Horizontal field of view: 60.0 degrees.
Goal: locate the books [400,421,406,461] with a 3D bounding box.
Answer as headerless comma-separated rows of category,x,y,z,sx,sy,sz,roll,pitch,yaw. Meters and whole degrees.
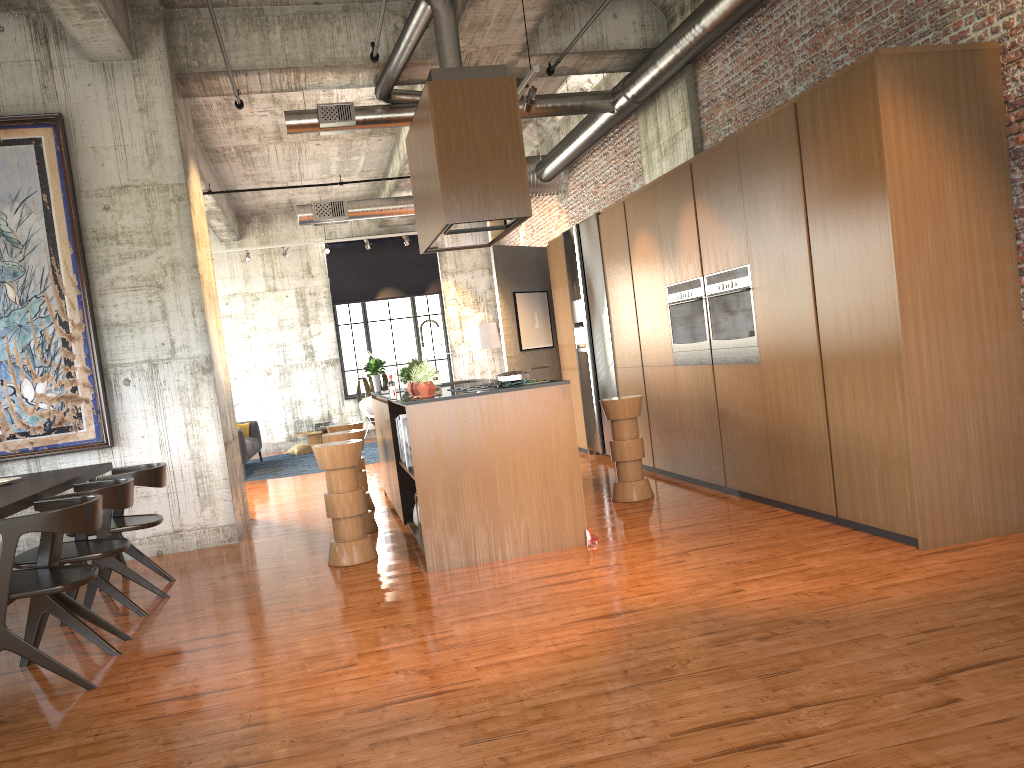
books,-0.811,0.493,7.751,0.284,0.392,0.036,-8,4,-12

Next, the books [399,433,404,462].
books,-0.872,0.486,8.047,0.284,0.401,0.036,-8,4,-12

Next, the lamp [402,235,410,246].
lamp,-2.265,-3.061,18.974,0.102,0.252,0.164,-5,4,33

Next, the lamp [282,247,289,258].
lamp,-4.717,-2.735,18.485,0.182,0.241,0.102,-8,4,-17

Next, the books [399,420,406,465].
books,-0.829,0.492,7.786,0.284,0.397,0.036,-8,4,-12

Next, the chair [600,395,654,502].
chair,1.092,0.610,8.420,0.411,0.965,0.408,-6,4,18

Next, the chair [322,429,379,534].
chair,-1.540,0.937,8.446,0.408,0.965,0.411,-9,4,-33

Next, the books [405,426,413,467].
books,-0.761,0.516,7.554,0.246,0.348,0.085,-8,4,-12

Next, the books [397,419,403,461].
books,-0.883,0.490,8.082,0.284,0.392,0.036,-8,4,-12

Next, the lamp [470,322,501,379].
lamp,-0.513,-0.234,19.942,0.694,2.247,0.705,-6,4,10

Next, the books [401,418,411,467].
books,-0.774,0.482,7.591,0.293,0.415,0.101,-8,4,-12

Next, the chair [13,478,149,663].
chair,-2.847,1.185,5.868,0.769,0.995,0.877,-8,3,-13

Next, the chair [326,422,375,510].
chair,-1.778,0.920,9.770,0.408,0.965,0.411,-9,4,-33

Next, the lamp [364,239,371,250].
lamp,-3.066,-2.955,18.802,0.102,0.252,0.164,-6,3,13

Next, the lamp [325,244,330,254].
lamp,-3.905,-2.842,18.679,0.102,0.211,0.260,-8,3,-17

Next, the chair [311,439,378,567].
chair,-1.354,0.957,7.195,0.408,0.965,0.411,-9,4,-33

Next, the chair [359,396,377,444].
chair,-2.705,0.693,18.633,1.058,1.032,0.804,-6,3,27

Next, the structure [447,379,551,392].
structure,-0.136,0.007,7.429,0.677,0.019,1.096,-8,2,-12

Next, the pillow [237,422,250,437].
pillow,-5.172,0.886,16.927,0.433,0.319,0.168,-9,4,-37

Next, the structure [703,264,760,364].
structure,1.826,-0.563,7.499,0.079,0.796,0.859,-8,3,-12

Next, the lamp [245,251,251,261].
lamp,-5.473,-2.633,18.357,0.102,0.229,0.198,-7,3,-2

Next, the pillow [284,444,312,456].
pillow,-4.312,1.341,18.066,0.481,0.248,0.502,-5,3,44

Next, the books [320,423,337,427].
books,-3.830,0.861,18.575,0.299,0.043,0.229,-9,3,-38

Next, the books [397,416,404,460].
books,-0.854,0.479,7.959,0.293,0.415,0.101,-8,4,-12

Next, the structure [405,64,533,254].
structure,-0.410,-1.773,7.288,0.663,1.128,1.627,-8,3,-12

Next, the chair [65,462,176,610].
chair,-3.031,1.171,6.911,0.768,0.995,0.878,-8,3,-16

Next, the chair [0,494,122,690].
chair,-2.656,1.192,4.989,0.769,0.995,0.877,-8,3,-11

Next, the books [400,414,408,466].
books,-0.800,0.468,7.667,0.284,0.444,0.059,-8,4,-12

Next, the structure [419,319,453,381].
structure,-0.845,-0.362,9.914,0.360,0.751,0.168,-8,4,-12

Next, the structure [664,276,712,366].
structure,1.635,-0.570,8.377,0.079,0.796,0.859,-8,3,-12

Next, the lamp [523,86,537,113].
lamp,0.157,-2.499,7.796,0.102,0.215,0.225,-8,3,-16

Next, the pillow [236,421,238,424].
pillow,-5.499,0.909,16.888,0.536,0.447,0.260,-7,3,-5

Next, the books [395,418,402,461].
books,-0.901,0.489,8.117,0.284,0.397,0.036,-8,4,-12
